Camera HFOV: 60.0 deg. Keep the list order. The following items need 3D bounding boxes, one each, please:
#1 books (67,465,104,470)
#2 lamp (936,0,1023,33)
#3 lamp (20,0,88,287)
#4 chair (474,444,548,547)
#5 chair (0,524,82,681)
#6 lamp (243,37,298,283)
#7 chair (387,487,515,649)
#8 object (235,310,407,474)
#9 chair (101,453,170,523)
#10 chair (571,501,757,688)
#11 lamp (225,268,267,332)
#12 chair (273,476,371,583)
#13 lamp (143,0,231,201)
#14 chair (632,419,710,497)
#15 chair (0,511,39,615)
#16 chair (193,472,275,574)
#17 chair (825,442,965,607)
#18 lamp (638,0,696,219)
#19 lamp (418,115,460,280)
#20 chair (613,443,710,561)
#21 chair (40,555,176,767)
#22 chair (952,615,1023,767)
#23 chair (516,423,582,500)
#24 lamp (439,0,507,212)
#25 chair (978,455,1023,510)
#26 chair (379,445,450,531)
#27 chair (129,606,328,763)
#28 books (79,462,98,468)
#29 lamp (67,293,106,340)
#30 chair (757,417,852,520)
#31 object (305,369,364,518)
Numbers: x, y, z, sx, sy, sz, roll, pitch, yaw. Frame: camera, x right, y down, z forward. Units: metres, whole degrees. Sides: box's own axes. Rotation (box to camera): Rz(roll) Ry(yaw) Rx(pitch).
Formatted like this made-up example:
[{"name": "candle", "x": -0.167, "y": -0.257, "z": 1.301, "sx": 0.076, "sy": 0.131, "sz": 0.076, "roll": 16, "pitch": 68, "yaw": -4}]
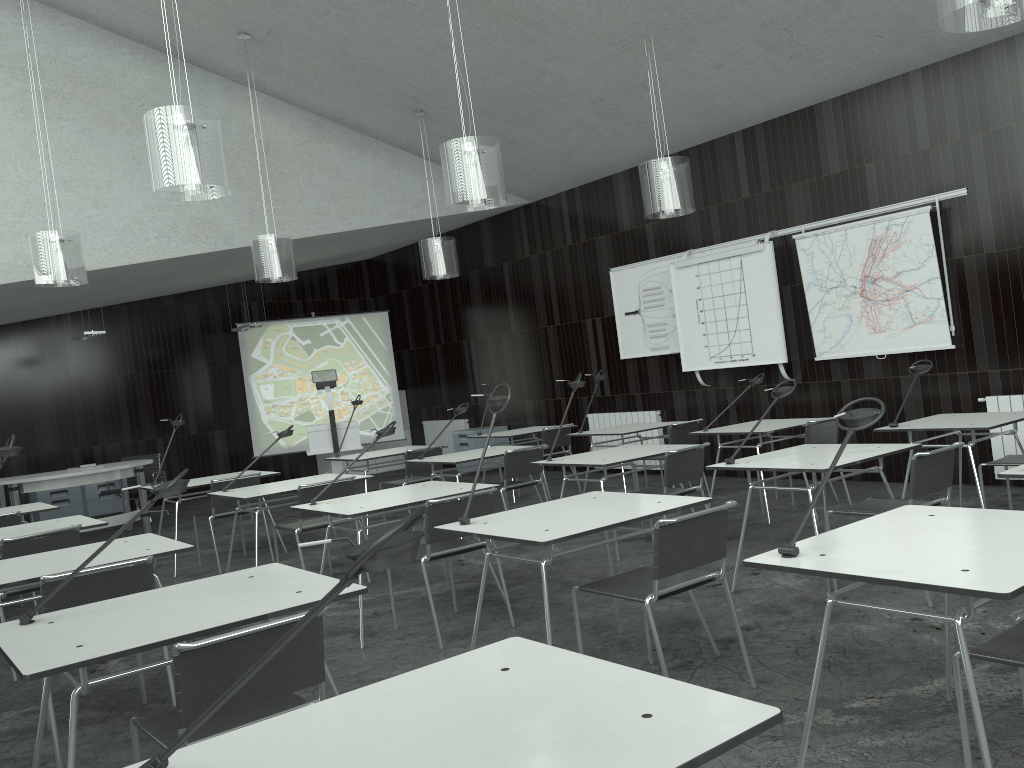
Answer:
[{"name": "books", "x": -4.271, "y": 0.931, "z": 8.879, "sx": 0.297, "sy": 0.021, "sz": 0.210, "roll": -6, "pitch": 1, "yaw": 35}, {"name": "lamp", "x": 1.464, "y": -2.502, "z": 2.890, "sx": 0.350, "sy": 2.307, "sz": 0.359, "roll": -7, "pitch": 1, "yaw": -38}, {"name": "lamp", "x": -3.482, "y": -2.237, "z": 6.523, "sx": 0.350, "sy": 2.848, "sz": 0.359, "roll": -7, "pitch": 1, "yaw": -38}, {"name": "chair", "x": -0.010, "y": 0.904, "z": 6.618, "sx": 0.428, "sy": 0.765, "sz": 0.555, "roll": -7, "pitch": 1, "yaw": -41}, {"name": "chair", "x": -2.475, "y": 1.213, "z": 4.576, "sx": 0.555, "sy": 0.765, "sz": 0.428, "roll": -6, "pitch": 1, "yaw": 40}, {"name": "lamp", "x": -2.141, "y": -2.132, "z": 7.552, "sx": 0.350, "sy": 2.307, "sz": 0.359, "roll": -7, "pitch": 1, "yaw": -38}, {"name": "chair", "x": -0.328, "y": 0.965, "z": 4.369, "sx": 0.428, "sy": 0.765, "sz": 0.555, "roll": -7, "pitch": 1, "yaw": -36}, {"name": "object", "x": -2.521, "y": 0.216, "z": 11.922, "sx": 2.051, "sy": 2.602, "sz": 0.673, "roll": -7, "pitch": 1, "yaw": -14}, {"name": "chair", "x": -4.316, "y": 1.339, "z": 10.148, "sx": 0.560, "sy": 0.825, "sz": 0.587, "roll": -7, "pitch": 1, "yaw": 1}, {"name": "chair", "x": 0.542, "y": 0.876, "z": 3.258, "sx": 0.428, "sy": 0.765, "sz": 0.555, "roll": -7, "pitch": 1, "yaw": -38}, {"name": "lamp", "x": -3.353, "y": -2.514, "z": 10.591, "sx": 0.212, "sy": 3.595, "sz": 0.600, "roll": -7, "pitch": 1, "yaw": -38}, {"name": "chair", "x": -1.245, "y": 1.058, "z": 5.687, "sx": 0.428, "sy": 0.765, "sz": 0.555, "roll": -7, "pitch": 1, "yaw": -38}, {"name": "lamp", "x": -1.680, "y": -2.422, "z": 4.192, "sx": 0.350, "sy": 2.848, "sz": 0.359, "roll": -7, "pitch": 1, "yaw": -38}, {"name": "chair", "x": 1.342, "y": 0.736, "z": 7.526, "sx": 0.428, "sy": 0.765, "sz": 0.555, "roll": -7, "pitch": 1, "yaw": -39}, {"name": "chair", "x": -3.363, "y": 1.305, "z": 5.706, "sx": 0.428, "sy": 0.765, "sz": 0.555, "roll": -7, "pitch": 1, "yaw": -36}, {"name": "chair", "x": -2.145, "y": 1.151, "z": 6.759, "sx": 0.428, "sy": 0.765, "sz": 0.555, "roll": -7, "pitch": 1, "yaw": -39}, {"name": "chair", "x": 1.848, "y": 0.713, "z": 4.236, "sx": 0.428, "sy": 0.765, "sz": 0.555, "roll": -7, "pitch": 1, "yaw": -38}, {"name": "lamp", "x": 1.016, "y": -2.211, "z": 6.260, "sx": 0.350, "sy": 1.761, "sz": 0.359, "roll": -7, "pitch": 1, "yaw": -38}, {"name": "lamp", "x": -0.786, "y": -2.026, "z": 8.591, "sx": 0.350, "sy": 1.761, "sz": 0.359, "roll": -7, "pitch": 1, "yaw": -38}, {"name": "chair", "x": 0.930, "y": 0.807, "z": 5.433, "sx": 0.428, "sy": 0.765, "sz": 0.555, "roll": -7, "pitch": 1, "yaw": -42}, {"name": "chair", "x": -1.592, "y": 1.123, "z": 3.421, "sx": 0.428, "sy": 0.765, "sz": 0.555, "roll": -7, "pitch": 1, "yaw": -34}, {"name": "chair", "x": 1.446, "y": 0.783, "z": 2.172, "sx": 0.428, "sy": 0.765, "sz": 0.555, "roll": -7, "pitch": 1, "yaw": -38}, {"name": "chair", "x": 0.339, "y": 0.840, "z": 8.750, "sx": 0.428, "sy": 0.765, "sz": 0.555, "roll": -7, "pitch": 1, "yaw": -40}, {"name": "lamp", "x": -0.338, "y": -2.317, "z": 5.221, "sx": 0.350, "sy": 2.307, "sz": 0.359, "roll": -7, "pitch": 1, "yaw": -38}, {"name": "chair", "x": 3.110, "y": 0.555, "z": 5.212, "sx": 0.428, "sy": 0.765, "sz": 0.555, "roll": -7, "pitch": 1, "yaw": -39}, {"name": "chair", "x": -0.838, "y": 0.989, "z": 7.661, "sx": 0.428, "sy": 0.765, "sz": 0.555, "roll": -7, "pitch": 1, "yaw": -40}, {"name": "chair", "x": -0.725, "y": 1.034, "z": 2.328, "sx": 0.428, "sy": 0.765, "sz": 0.555, "roll": -7, "pitch": 1, "yaw": -39}, {"name": "books", "x": -4.232, "y": 0.901, "z": 8.861, "sx": 0.164, "sy": 0.032, "sz": 0.183, "roll": -7, "pitch": 1, "yaw": -25}, {"name": "lamp", "x": -4.752, "y": -2.339, "z": 9.495, "sx": 0.212, "sy": 3.595, "sz": 0.600, "roll": -7, "pitch": 1, "yaw": -38}, {"name": "chair", "x": 2.117, "y": 0.658, "z": 6.446, "sx": 0.428, "sy": 0.765, "sz": 0.555, "roll": -7, "pitch": 1, "yaw": -35}, {"name": "object", "x": -1.820, "y": 0.651, "z": 9.039, "sx": 0.559, "sy": 1.639, "sz": 0.680, "roll": -7, "pitch": 1, "yaw": -14}]
